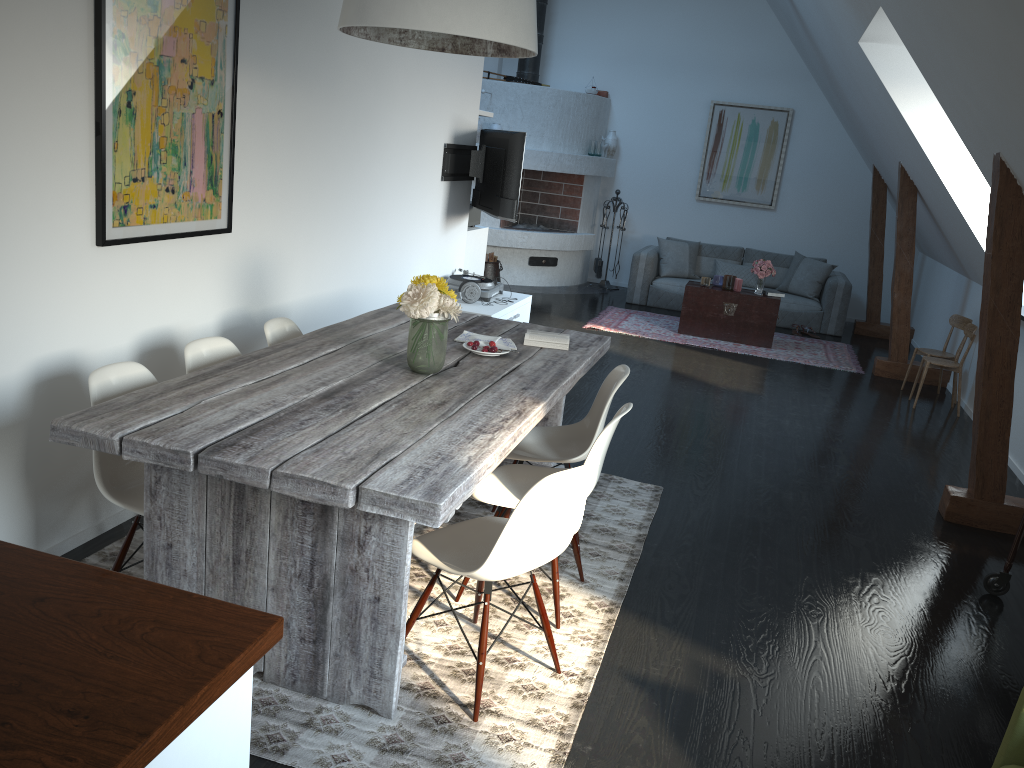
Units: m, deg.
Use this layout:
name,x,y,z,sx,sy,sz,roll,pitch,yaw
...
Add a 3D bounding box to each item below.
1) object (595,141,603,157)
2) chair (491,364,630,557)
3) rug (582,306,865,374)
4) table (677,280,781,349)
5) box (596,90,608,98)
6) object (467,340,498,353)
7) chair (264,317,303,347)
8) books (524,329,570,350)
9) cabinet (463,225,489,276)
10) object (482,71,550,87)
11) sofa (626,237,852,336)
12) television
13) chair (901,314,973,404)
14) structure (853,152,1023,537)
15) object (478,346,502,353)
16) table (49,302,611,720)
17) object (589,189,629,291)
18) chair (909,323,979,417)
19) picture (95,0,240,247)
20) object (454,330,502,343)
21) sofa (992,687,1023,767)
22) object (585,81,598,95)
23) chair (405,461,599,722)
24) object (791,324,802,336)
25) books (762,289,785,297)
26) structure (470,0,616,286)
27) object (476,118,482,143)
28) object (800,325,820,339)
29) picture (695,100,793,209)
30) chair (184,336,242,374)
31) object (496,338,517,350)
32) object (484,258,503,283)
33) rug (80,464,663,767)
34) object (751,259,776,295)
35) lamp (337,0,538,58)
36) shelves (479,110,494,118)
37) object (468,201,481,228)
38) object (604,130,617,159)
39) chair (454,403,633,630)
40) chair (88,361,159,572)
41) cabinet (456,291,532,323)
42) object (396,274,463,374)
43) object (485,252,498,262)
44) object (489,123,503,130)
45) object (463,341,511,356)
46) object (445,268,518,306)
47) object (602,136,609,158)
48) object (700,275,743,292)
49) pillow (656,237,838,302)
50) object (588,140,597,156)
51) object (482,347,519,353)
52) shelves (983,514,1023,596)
name,x,y,z,sx,sy,sz,roll,pitch,yaw
object,1.059,-2.876,10.855,0.092,0.180,0.092,18,19,36
chair,0.176,0.287,3.795,0.542,0.801,0.465,7,15,0
rug,2.129,-0.484,8.980,2.647,0.029,1.512,11,16,14
table,2.177,-0.704,8.890,0.962,0.492,0.471,11,16,14
box,1.076,-3.618,11.059,0.229,0.078,0.127,11,16,14
object,-0.122,-0.156,3.736,0.132,0.034,0.144,3,16,-13
chair,-0.818,0.147,3.880,0.542,0.801,0.465,9,15,10
books,0.164,-0.213,4.082,0.202,0.042,0.251,7,15,3
cabinet,-0.751,-0.926,7.622,0.869,0.921,0.638,11,16,14
object,0.057,-3.530,10.274,0.783,0.094,0.311,7,15,0
sofa,2.670,-1.214,10.459,2.458,0.770,1.107,11,16,14
television,-0.342,-1.600,6.669,0.537,0.652,1.005,1,16,-19
chair,3.519,-0.228,7.331,0.342,0.696,0.329,6,15,-2
structure,2.634,-0.108,4.138,1.023,1.963,12.350,11,16,14
object,-0.091,-0.146,3.741,0.110,0.011,0.058,12,16,18
table,-0.428,0.302,3.502,1.141,0.788,2.421,11,16,14
object,1.252,-1.825,11.194,0.376,1.245,0.376,5,15,-5
chair,3.388,-0.142,6.959,0.342,0.696,0.329,11,16,15
picture,-1.292,-1.146,3.388,0.036,1.181,0.808,11,16,14
object,-0.151,-0.204,3.955,0.182,0.016,0.179,9,15,9
sofa,1.279,1.160,1.023,0.898,0.825,2.093,10,16,13
object,0.978,-3.640,10.822,0.231,0.221,0.066,-8,21,-43
chair,-0.047,0.546,2.748,0.542,0.801,0.465,19,20,39
object,3.090,-0.590,9.636,0.101,0.090,0.277,7,15,3
books,2.583,-0.907,8.817,0.179,0.034,0.243,5,15,-7
structure,-0.089,-3.821,11.350,3.058,4.752,3.049,13,16,22
object,-0.445,-2.906,10.194,0.203,0.314,0.203,6,15,-2
object,3.249,-0.570,9.629,0.101,0.090,0.277,-1,17,-28
picture,2.815,-2.793,10.810,0.965,1.185,0.025,11,16,14
chair,-0.979,0.263,3.383,0.542,0.801,0.465,12,16,20
object,-0.076,-0.185,3.920,0.182,0.014,0.185,4,15,-11
object,-0.312,-1.297,10.366,0.384,0.313,0.384,19,20,39
rug,-0.478,0.666,3.624,1.898,0.022,2.677,11,16,14
object,2.455,-1.062,8.727,0.234,0.351,0.235,0,17,-25
lamp,-0.125,-2.538,2.718,0.757,2.813,0.697,0,17,-25
shelves,-0.984,-2.301,7.266,1.604,0.038,0.478,11,16,14
object,-0.534,-1.426,7.378,0.435,0.211,0.496,10,16,14
object,1.236,-2.990,11.123,0.165,0.368,0.165,3,16,-13
chair,0.117,0.418,3.287,0.542,0.801,0.465,11,16,15
chair,-1.112,0.368,2.940,0.542,0.801,0.465,11,16,15
cabinet,-0.295,-0.392,6.650,0.623,0.507,1.069,11,16,14
object,-0.314,-0.225,3.290,0.233,0.365,0.293,3,16,-14
object,-0.319,-1.375,10.330,0.240,0.370,0.270,10,16,14
object,-0.190,-2.849,10.168,0.158,0.274,0.158,-4,19,-35
object,-0.107,-0.145,3.745,0.205,0.024,0.205,8,15,6
object,-0.255,-0.720,6.596,0.558,0.162,0.742,10,15,11
object,1.144,-2.937,10.970,0.150,0.258,0.081,-6,20,-40
object,2.113,-1.029,8.872,0.413,0.138,0.215,14,17,25
pillow,2.681,-1.358,10.317,2.075,0.515,0.444,11,16,14
object,0.972,-2.850,10.721,0.092,0.180,0.092,20,20,41
object,-0.052,-0.147,3.735,0.194,0.022,0.019,15,17,29
shelves,2.215,0.680,3.367,0.438,0.732,0.803,10,15,10
